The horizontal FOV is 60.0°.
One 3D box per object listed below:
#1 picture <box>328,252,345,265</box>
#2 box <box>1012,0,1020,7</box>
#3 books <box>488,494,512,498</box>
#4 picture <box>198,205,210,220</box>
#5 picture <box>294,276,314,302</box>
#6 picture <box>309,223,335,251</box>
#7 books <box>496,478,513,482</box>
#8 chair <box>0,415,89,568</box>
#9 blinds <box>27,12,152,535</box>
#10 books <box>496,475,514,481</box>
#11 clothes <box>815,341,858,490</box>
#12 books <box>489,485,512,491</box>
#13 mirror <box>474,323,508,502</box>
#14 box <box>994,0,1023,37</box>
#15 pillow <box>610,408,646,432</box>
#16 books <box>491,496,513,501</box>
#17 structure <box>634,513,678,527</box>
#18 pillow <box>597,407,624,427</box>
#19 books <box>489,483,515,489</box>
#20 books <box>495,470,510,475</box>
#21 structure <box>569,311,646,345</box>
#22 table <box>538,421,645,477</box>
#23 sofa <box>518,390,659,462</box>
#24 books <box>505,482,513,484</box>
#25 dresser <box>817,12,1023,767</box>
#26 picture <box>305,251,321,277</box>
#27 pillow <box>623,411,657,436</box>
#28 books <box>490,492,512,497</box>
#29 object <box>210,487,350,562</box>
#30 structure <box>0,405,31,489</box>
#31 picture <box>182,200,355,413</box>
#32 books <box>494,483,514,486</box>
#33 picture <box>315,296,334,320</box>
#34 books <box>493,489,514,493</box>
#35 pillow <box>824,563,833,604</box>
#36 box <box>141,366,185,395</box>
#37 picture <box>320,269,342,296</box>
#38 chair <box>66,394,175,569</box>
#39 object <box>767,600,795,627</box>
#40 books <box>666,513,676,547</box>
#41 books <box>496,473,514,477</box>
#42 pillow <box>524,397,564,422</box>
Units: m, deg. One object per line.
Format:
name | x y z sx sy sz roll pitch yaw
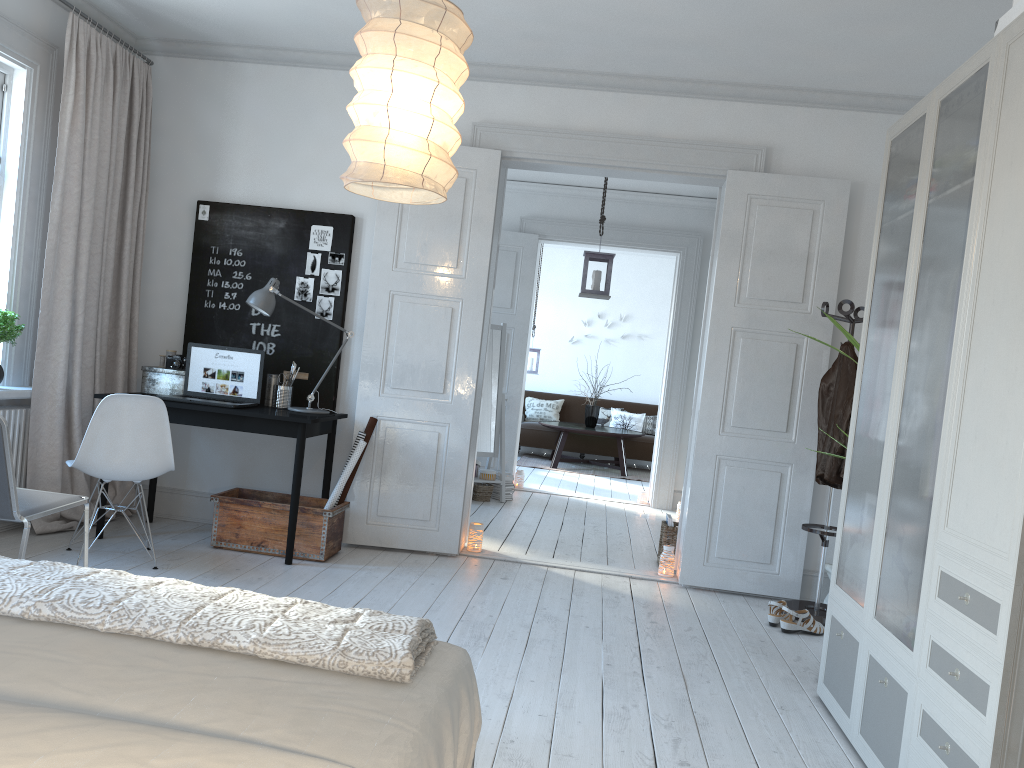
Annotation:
picture | -1.023 -0.732 5.167 0.095 0.071 0.001 6 2 6
box | 1.658 -1.170 2.647 0.225 0.107 0.180 6 1 -4
books | -0.103 0.953 7.576 0.128 0.016 0.176 5 2 -43
picture | -1.821 -1.013 5.241 0.061 0.088 0.004 6 2 2
picture | -1.216 -0.554 5.190 0.107 0.150 0.001 6 2 6
picture | -1.111 -0.857 5.172 0.147 0.154 0.004 6 2 6
books | -0.088 0.812 7.569 0.128 0.016 0.180 6 1 -23
chair | -1.881 0.471 3.191 0.562 0.798 0.524 6 2 6
blinds | -2.223 -0.532 4.833 0.225 2.649 0.830 7 2 6
books | -0.078 0.791 7.561 0.128 0.026 0.200 6 1 -23
clothes | 1.698 0.163 4.573 0.237 0.771 0.211 8 3 39
books | -0.104 0.888 7.575 0.166 0.022 0.128 7 1 40
mirror | -0.314 0.208 7.392 0.611 1.489 0.416 5 2 -30
box | 1.629 -1.021 2.629 0.285 0.199 0.281 6 1 6
pillow | 1.491 0.486 11.534 0.470 0.309 0.188 6 2 6
books | -0.101 0.971 7.578 0.178 0.016 0.128 7 2 44
structure | 1.893 -0.136 7.544 1.249 2.829 0.799 5 3 -39
pillow | 1.209 0.462 11.638 0.473 0.348 0.158 6 2 4
books | -0.089 0.866 7.566 0.193 0.022 0.128 7 1 38
books | -0.087 0.753 7.577 0.111 0.014 0.156 6 1 -15
structure | 1.299 -0.730 11.994 1.025 0.478 0.085 6 2 6
table | 0.942 0.779 10.812 1.300 0.503 1.299 6 1 -4
sofa | 1.047 0.602 11.590 2.164 0.825 0.968 6 2 6
books | -0.089 0.828 7.572 0.128 0.016 0.176 6 1 -28
dresser | 1.518 0.155 2.640 0.630 2.164 1.431 6 2 6
picture | -1.162 -0.701 5.182 0.083 0.146 0.002 6 2 6
pillow | 1.700 0.520 11.627 0.542 0.288 0.183 6 2 6
books | -0.102 0.937 7.573 0.128 0.016 0.180 5 1 -39
object | -1.267 0.765 4.835 0.664 0.282 0.339 6 2 6
structure | -2.650 0.390 4.009 0.195 0.547 1.505 6 1 6
picture | -1.456 -0.455 5.248 0.952 1.173 0.064 6 2 6
books | -0.087 0.846 7.574 0.128 0.016 0.178 5 2 -41
picture | -1.094 -0.447 5.181 0.103 0.136 0.001 6 2 6
books | -0.098 0.909 7.571 0.186 0.017 0.132 7 2 43
pillow | 1.874 1.095 4.826 0.317 0.314 0.273 6 2 6
box | -1.939 -0.011 5.055 0.317 0.152 0.193 6 2 6
picture | -1.057 -0.597 5.173 0.121 0.153 0.002 6 2 6
chair | -1.870 0.437 4.244 0.475 0.824 0.553 5 2 -29
object | 1.357 1.141 4.477 0.099 0.126 0.272 8 2 38
books | 1.057 0.983 5.564 0.201 0.300 0.179 6 2 6
books | -0.082 0.769 7.564 0.132 0.017 0.186 6 1 -21
pillow | 0.416 0.360 11.755 0.519 0.367 0.239 6 2 5
